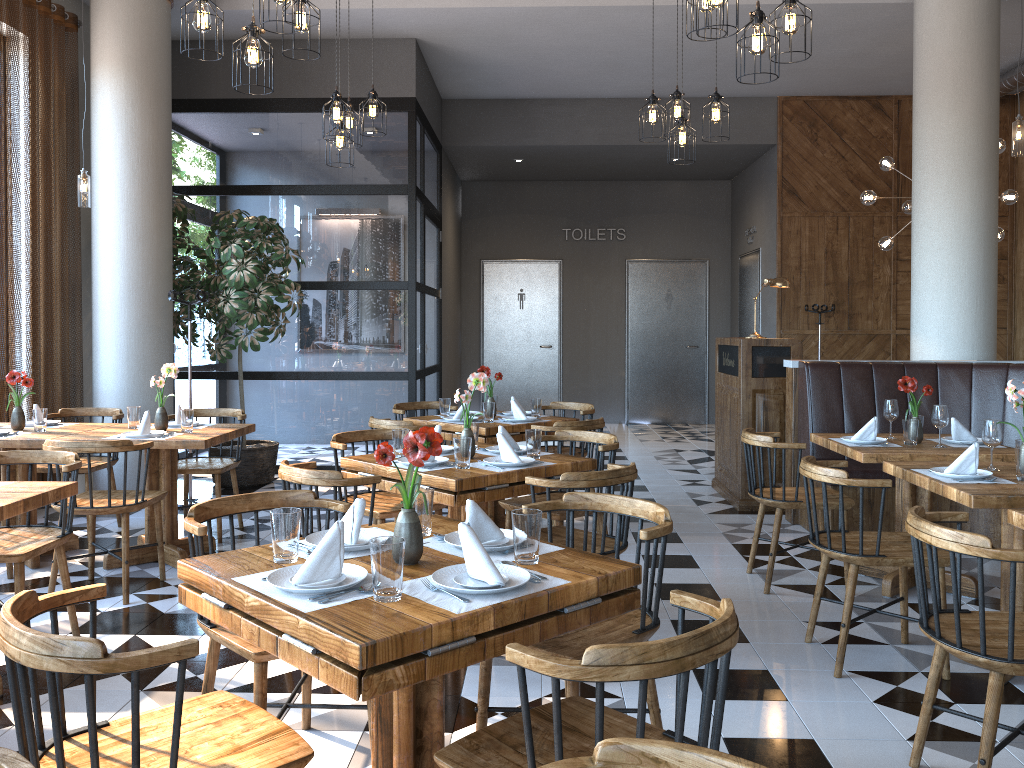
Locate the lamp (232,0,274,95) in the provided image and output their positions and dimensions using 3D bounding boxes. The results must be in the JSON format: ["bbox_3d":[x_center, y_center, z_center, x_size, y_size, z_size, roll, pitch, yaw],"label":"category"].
[{"bbox_3d":[-1.187,-2.384,4.052,0.175,2.069,0.175,0,1,-4],"label":"lamp"}]

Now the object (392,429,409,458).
[{"bbox_3d":[-0.520,0.279,4.139,0.080,0.132,0.080,1,2,17],"label":"object"}]

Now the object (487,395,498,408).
[{"bbox_3d":[-0.140,0.147,6.319,0.080,0.132,0.080,1,2,27],"label":"object"}]

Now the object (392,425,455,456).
[{"bbox_3d":[-0.390,0.265,4.328,0.352,0.137,0.272,-3,4,-43],"label":"object"}]

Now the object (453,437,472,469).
[{"bbox_3d":[-0.213,0.298,3.821,0.080,0.132,0.080,1,2,17],"label":"object"}]

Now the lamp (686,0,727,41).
[{"bbox_3d":[0.880,-2.607,3.978,0.175,2.069,0.175,0,1,-15],"label":"lamp"}]

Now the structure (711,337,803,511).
[{"bbox_3d":[2.044,0.278,7.179,0.645,1.299,1.047,0,2,2],"label":"structure"}]

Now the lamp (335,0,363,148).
[{"bbox_3d":[-1.127,-2.683,6.121,0.175,2.069,0.175,0,1,3],"label":"lamp"}]

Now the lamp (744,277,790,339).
[{"bbox_3d":[1.976,-0.458,6.894,0.445,0.756,0.170,-1,1,-23],"label":"lamp"}]

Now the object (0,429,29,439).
[{"bbox_3d":[-2.949,0.221,4.986,0.352,0.137,0.272,0,3,2],"label":"object"}]

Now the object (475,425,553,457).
[{"bbox_3d":[-0.012,0.266,4.318,0.272,0.137,0.352,-3,4,-43],"label":"object"}]

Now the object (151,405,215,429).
[{"bbox_3d":[-2.048,0.192,5.489,0.352,0.137,0.272,0,3,2],"label":"object"}]

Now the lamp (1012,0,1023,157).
[{"bbox_3d":[3.256,-2.447,5.674,0.078,1.962,0.078,1,1,34],"label":"lamp"}]

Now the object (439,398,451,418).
[{"bbox_3d":[-0.456,0.164,6.021,0.080,0.132,0.080,-1,2,-23],"label":"object"}]

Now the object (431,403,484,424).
[{"bbox_3d":[-0.336,0.174,5.832,0.272,0.137,0.352,-3,4,-43],"label":"object"}]

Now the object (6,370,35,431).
[{"bbox_3d":[-2.934,0.094,5.286,0.156,0.355,0.171,0,2,-22],"label":"object"}]

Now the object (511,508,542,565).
[{"bbox_3d":[0.037,0.393,2.273,0.080,0.132,0.080,0,2,7],"label":"object"}]

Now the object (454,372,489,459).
[{"bbox_3d":[-0.185,0.146,4.120,0.146,0.400,0.207,0,2,14],"label":"object"}]

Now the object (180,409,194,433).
[{"bbox_3d":[-1.886,0.216,5.142,0.080,0.132,0.080,0,2,-13],"label":"object"}]

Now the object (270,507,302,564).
[{"bbox_3d":[-0.583,0.391,2.282,0.080,0.132,0.080,0,2,7],"label":"object"}]

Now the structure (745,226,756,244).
[{"bbox_3d":[3.113,-1.939,11.554,0.025,0.197,0.566,0,3,2],"label":"structure"}]

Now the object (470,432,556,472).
[{"bbox_3d":[-0.018,0.289,3.940,0.352,0.137,0.272,-3,4,-43],"label":"object"}]

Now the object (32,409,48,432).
[{"bbox_3d":[-2.754,0.212,5.171,0.080,0.132,0.080,1,2,17],"label":"object"}]

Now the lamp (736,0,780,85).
[{"bbox_3d":[1.076,-2.369,3.859,0.175,2.069,0.175,0,1,-15],"label":"lamp"}]

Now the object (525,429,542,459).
[{"bbox_3d":[0.100,0.280,4.131,0.080,0.132,0.080,1,2,17],"label":"object"}]

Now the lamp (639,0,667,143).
[{"bbox_3d":[0.944,-2.668,5.922,0.175,2.069,0.175,1,1,34],"label":"lamp"}]

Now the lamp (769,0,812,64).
[{"bbox_3d":[1.258,-2.507,3.984,0.175,2.069,0.175,1,1,42],"label":"lamp"}]

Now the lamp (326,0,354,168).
[{"bbox_3d":[-1.150,-2.497,5.910,0.175,2.069,0.175,0,1,14],"label":"lamp"}]

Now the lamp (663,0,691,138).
[{"bbox_3d":[1.126,-2.731,6.023,0.175,2.069,0.175,-1,1,-44],"label":"lamp"}]

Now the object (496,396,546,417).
[{"bbox_3d":[0.049,0.152,6.200,0.272,0.137,0.352,-3,4,-43],"label":"object"}]

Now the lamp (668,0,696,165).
[{"bbox_3d":[1.116,-2.486,5.796,0.175,2.069,0.175,-1,1,-44],"label":"lamp"}]

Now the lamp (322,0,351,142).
[{"bbox_3d":[-1.128,-2.614,5.687,0.175,2.069,0.175,0,1,-19],"label":"lamp"}]

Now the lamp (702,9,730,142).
[{"bbox_3d":[1.317,-2.611,5.699,0.175,2.069,0.175,0,1,12],"label":"lamp"}]

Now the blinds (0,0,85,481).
[{"bbox_3d":[-3.564,-0.863,3.340,0.160,3.577,7.276,0,3,2],"label":"blinds"}]

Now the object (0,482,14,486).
[{"bbox_3d":[-2.122,0.323,3.329,0.352,0.137,0.272,0,3,2],"label":"object"}]

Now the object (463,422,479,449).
[{"bbox_3d":[-0.203,0.261,4.437,0.080,0.132,0.080,1,2,17],"label":"object"}]

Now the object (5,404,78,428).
[{"bbox_3d":[-2.937,0.189,5.519,0.352,0.137,0.272,0,3,2],"label":"object"}]

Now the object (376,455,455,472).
[{"bbox_3d":[-0.397,0.288,3.950,0.272,0.137,0.352,-3,4,-43],"label":"object"}]

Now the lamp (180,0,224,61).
[{"bbox_3d":[-1.389,-2.509,3.960,0.175,2.069,0.175,-1,1,-37],"label":"lamp"}]

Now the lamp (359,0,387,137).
[{"bbox_3d":[-0.946,-2.733,6.017,0.175,2.069,0.175,0,1,14],"label":"lamp"}]

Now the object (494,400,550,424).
[{"bbox_3d":[0.042,0.175,5.823,0.352,0.137,0.272,-3,4,-43],"label":"object"}]

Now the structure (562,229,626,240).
[{"bbox_3d":[1.187,-2.170,12.854,0.916,0.166,0.035,0,1,2],"label":"structure"}]

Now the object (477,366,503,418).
[{"bbox_3d":[-0.161,0.052,6.044,0.156,0.355,0.171,-1,2,-41],"label":"object"}]

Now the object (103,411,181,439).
[{"bbox_3d":[-2.061,0.224,4.956,0.352,0.137,0.272,0,3,2],"label":"object"}]

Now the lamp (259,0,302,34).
[{"bbox_3d":[-1.018,-2.604,3.889,0.175,2.069,0.175,0,1,-4],"label":"lamp"}]

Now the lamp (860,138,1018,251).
[{"bbox_3d":[3.994,-2.117,8.286,1.161,2.190,1.187,-1,2,-37],"label":"lamp"}]

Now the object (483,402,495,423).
[{"bbox_3d":[-0.149,0.184,5.703,0.080,0.132,0.080,1,2,17],"label":"object"}]

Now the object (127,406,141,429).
[{"bbox_3d":[-2.277,0.203,5.335,0.080,0.132,0.080,0,2,-13],"label":"object"}]

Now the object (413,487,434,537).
[{"bbox_3d":[-0.266,0.374,2.580,0.080,0.132,0.080,0,2,7],"label":"object"}]

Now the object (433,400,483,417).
[{"bbox_3d":[-0.330,0.151,6.210,0.352,0.137,0.272,-3,4,-43],"label":"object"}]

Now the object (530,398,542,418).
[{"bbox_3d":[0.164,0.166,6.013,0.080,0.132,0.080,1,2,27],"label":"object"}]

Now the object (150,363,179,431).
[{"bbox_3d":[-2.045,0.076,5.229,0.146,0.400,0.207,0,2,-5],"label":"object"}]

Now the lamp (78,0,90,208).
[{"bbox_3d":[-2.948,-2.201,6.091,0.078,1.962,0.078,1,1,34],"label":"lamp"}]

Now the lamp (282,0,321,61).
[{"bbox_3d":[-0.976,-2.560,4.094,0.175,2.069,0.175,0,1,-15],"label":"lamp"}]

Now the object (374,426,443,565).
[{"bbox_3d":[-0.252,0.283,2.234,0.156,0.355,0.171,-1,2,-33],"label":"object"}]

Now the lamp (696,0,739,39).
[{"bbox_3d":[0.879,-2.538,3.771,0.175,2.069,0.175,0,1,-26],"label":"lamp"}]
